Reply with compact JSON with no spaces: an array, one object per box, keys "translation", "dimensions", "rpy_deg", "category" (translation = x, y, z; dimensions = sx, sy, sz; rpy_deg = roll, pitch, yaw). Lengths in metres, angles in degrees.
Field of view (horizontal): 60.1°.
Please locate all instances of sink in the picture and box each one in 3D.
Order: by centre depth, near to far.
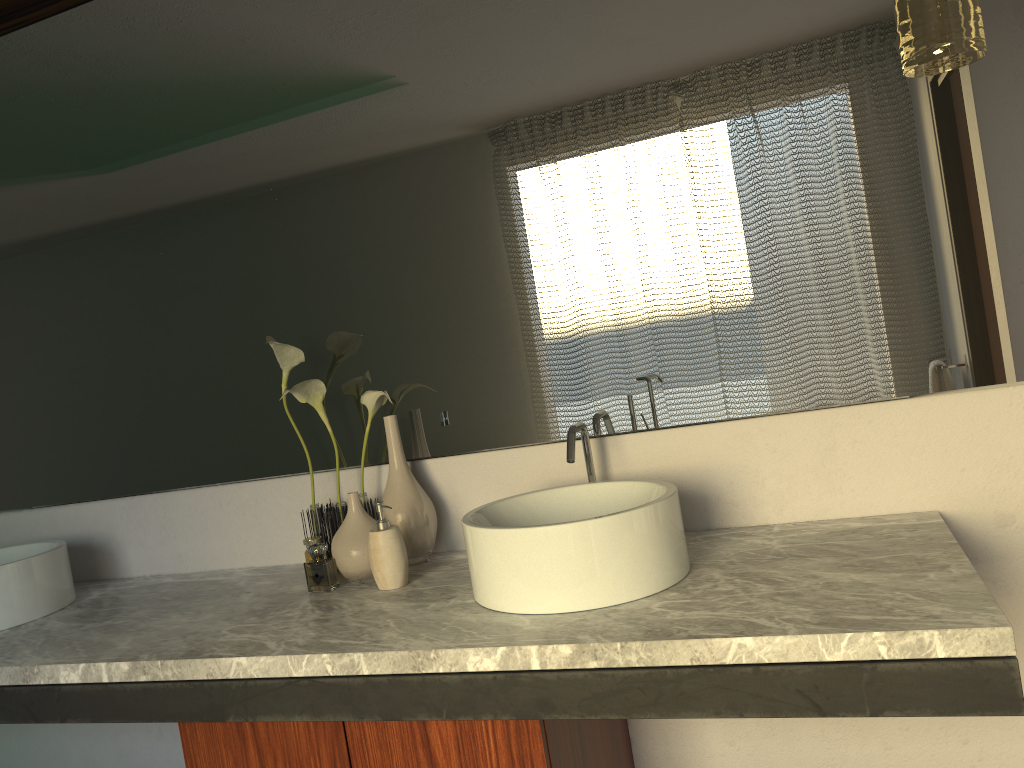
[{"translation":[0.103,0.259,1.463],"dimensions":[0.357,0.130,0.358],"rpy_deg":[-10,2,-3],"category":"sink"},{"translation":[-1.165,0.454,1.953],"dimensions":[0.363,0.130,0.351],"rpy_deg":[-9,2,22],"category":"sink"}]

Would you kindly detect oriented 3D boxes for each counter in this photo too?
[{"translation":[-0.411,0.456,1.657],"dimensions":[2.296,0.101,0.578],"rpy_deg":[-9,2,21],"category":"counter"}]

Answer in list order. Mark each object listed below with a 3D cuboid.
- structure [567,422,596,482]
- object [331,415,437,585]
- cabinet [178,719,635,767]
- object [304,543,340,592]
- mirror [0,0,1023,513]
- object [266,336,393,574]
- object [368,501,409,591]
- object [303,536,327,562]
[{"translation":[0.117,0.195,1.625],"dimensions":[0.067,0.242,0.161],"rpy_deg":[-9,2,23],"category":"structure"},{"translation":[-0.264,0.223,1.758],"dimensions":[0.234,0.305,0.123],"rpy_deg":[-11,2,-44],"category":"object"},{"translation":[-0.155,0.765,1.629],"dimensions":[0.670,0.599,0.504],"rpy_deg":[-9,2,20],"category":"cabinet"},{"translation":[-0.366,0.348,1.687],"dimensions":[0.058,0.090,0.038],"rpy_deg":[-9,2,30],"category":"object"},{"translation":[-0.889,-0.316,2.069],"dimensions":[4.146,1.152,0.017],"rpy_deg":[-9,2,21],"category":"mirror"},{"translation":[-0.344,0.133,1.813],"dimensions":[0.243,0.504,0.188],"rpy_deg":[-10,2,-2],"category":"object"},{"translation":[-0.232,0.295,1.632],"dimensions":[0.071,0.158,0.070],"rpy_deg":[-9,2,3],"category":"object"},{"translation":[-0.389,0.351,1.759],"dimensions":[0.038,0.092,0.067],"rpy_deg":[-10,2,-21],"category":"object"}]
